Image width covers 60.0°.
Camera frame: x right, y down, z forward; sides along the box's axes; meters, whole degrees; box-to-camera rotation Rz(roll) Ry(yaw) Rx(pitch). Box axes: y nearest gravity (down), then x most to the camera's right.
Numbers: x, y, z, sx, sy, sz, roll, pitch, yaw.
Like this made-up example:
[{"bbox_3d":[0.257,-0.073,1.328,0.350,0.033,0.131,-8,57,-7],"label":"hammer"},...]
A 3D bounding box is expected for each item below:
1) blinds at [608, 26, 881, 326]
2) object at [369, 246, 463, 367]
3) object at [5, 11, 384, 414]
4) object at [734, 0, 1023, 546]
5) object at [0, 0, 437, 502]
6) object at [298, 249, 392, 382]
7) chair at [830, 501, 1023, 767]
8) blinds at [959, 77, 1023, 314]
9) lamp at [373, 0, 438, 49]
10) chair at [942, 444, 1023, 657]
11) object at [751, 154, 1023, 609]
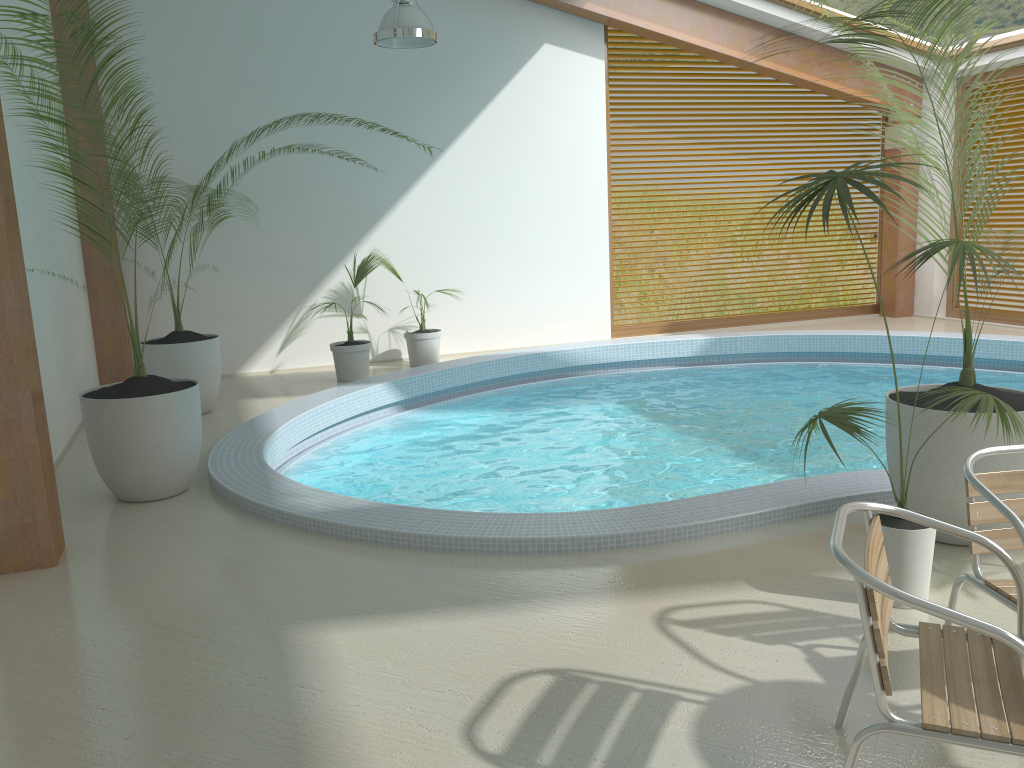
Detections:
[{"bbox_3d":[3.015,-2.827,11.599,4.500,4.025,0.099,-6,11,-18],"label":"blinds"},{"bbox_3d":[-0.980,-0.840,9.471,1.067,1.310,0.822,-4,11,-6],"label":"object"},{"bbox_3d":[-2.787,-1.242,7.553,2.729,2.960,2.979,-11,13,-37],"label":"object"},{"bbox_3d":[2.115,-0.735,3.726,2.979,2.960,2.729,-3,11,-1],"label":"object"},{"bbox_3d":[-2.199,-0.837,5.272,2.979,2.960,2.729,5,13,36],"label":"object"},{"bbox_3d":[-1.552,-0.694,8.834,0.822,1.310,1.067,2,11,21],"label":"object"},{"bbox_3d":[1.104,0.725,2.245,0.563,0.727,0.618,2,12,23],"label":"chair"},{"bbox_3d":[6.525,-2.037,9.617,0.095,2.921,4.200,-6,11,-18],"label":"blinds"},{"bbox_3d":[-0.876,-3.634,6.772,0.506,1.958,0.505,-6,11,-18],"label":"lamp"},{"bbox_3d":[1.754,0.603,2.737,0.618,0.727,0.563,-4,11,-6],"label":"chair"},{"bbox_3d":[1.423,0.026,3.296,1.059,1.695,0.791,1,11,17],"label":"object"}]
